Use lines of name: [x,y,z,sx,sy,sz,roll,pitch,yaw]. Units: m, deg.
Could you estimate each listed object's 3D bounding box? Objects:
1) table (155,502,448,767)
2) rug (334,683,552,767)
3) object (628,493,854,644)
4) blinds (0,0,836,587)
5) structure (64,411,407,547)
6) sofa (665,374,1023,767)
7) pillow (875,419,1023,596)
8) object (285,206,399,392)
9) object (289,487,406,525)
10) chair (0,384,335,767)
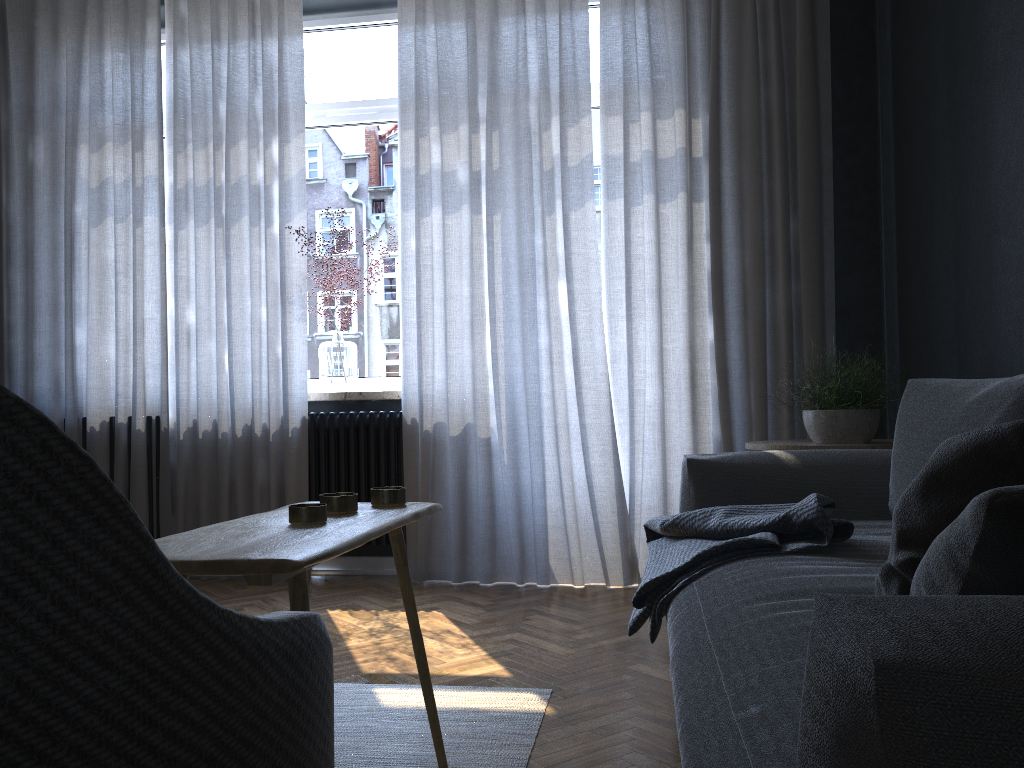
table: [-0.355,0.509,1.514,0.339,0.550,0.788,-1,-2,9]
rug: [-0.540,0.782,1.402,1.003,0.013,2.012,-1,-2,9]
object: [0.548,0.412,2.173,0.490,0.329,0.666,-1,-2,14]
blinds: [-0.562,-0.534,3.967,3.993,2.788,0.312,-1,-1,9]
structure: [-1.220,0.439,4.118,1.846,0.600,0.216,-1,-1,9]
sofa: [0.763,0.364,1.557,0.970,0.798,2.341,-1,-2,8]
pillow: [0.612,0.168,0.953,0.442,0.362,0.798,-2,-2,27]
object: [-0.791,-0.369,4.091,0.514,0.809,0.599,-1,-1,-17]
object: [-0.313,0.223,1.648,0.103,0.033,0.369,-2,-2,19]
chair: [-0.443,0.347,0.588,0.645,0.811,0.495,-1,-1,-13]
